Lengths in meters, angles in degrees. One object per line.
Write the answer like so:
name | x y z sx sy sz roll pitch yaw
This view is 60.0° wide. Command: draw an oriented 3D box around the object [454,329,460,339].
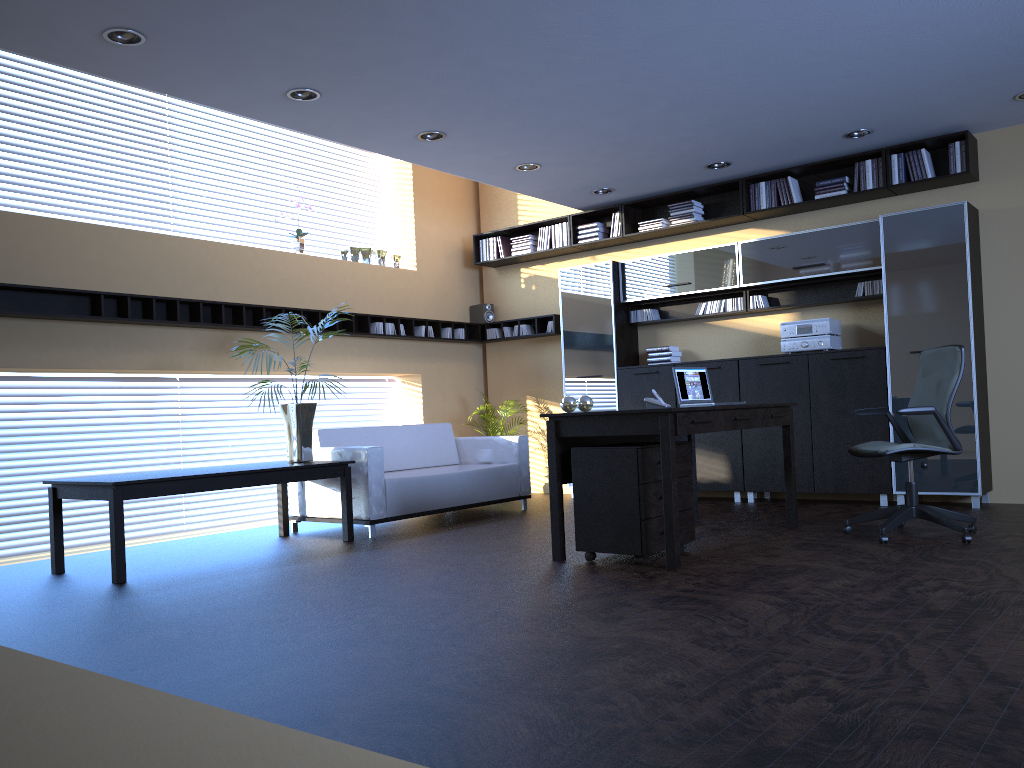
object | -0.654 -0.563 10.040 0.142 0.118 0.040 -4 -1 38

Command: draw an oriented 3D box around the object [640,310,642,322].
object | 1.352 -0.691 9.048 0.009 0.120 0.142 -3 -1 38

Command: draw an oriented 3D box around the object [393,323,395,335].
object | -1.275 -0.563 9.257 0.142 0.122 0.041 -4 -1 38

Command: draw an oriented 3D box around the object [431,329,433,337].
object | -0.928 -0.564 9.695 0.142 0.120 0.030 -4 -1 38

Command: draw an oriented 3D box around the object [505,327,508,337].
object | -0.020 -0.590 10.120 0.030 0.120 0.142 -3 -1 38

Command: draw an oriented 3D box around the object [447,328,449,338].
object | -0.769 -0.564 9.905 0.142 0.120 0.030 -4 -1 37

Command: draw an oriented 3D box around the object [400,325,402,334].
object | -1.216 -0.565 9.319 0.140 0.117 0.026 -4 -1 38

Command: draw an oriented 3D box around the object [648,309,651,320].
object | 1.433 -0.697 8.986 0.030 0.120 0.142 -3 -1 38

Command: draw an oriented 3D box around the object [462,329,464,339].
object | -0.606 -0.565 10.098 0.142 0.120 0.009 -4 -1 38

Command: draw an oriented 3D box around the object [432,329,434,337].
object | -0.919 -0.563 9.707 0.142 0.118 0.040 -4 -1 38

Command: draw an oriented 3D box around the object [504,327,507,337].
object | -0.029 -0.589 10.126 0.030 0.120 0.142 -3 -1 38

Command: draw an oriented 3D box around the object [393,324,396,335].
object | -1.273 -0.564 9.256 0.142 0.118 0.040 -4 -1 38

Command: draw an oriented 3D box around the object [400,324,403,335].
object | -1.212 -0.565 9.328 0.142 0.120 0.030 -4 -1 38

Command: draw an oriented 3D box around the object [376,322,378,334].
object | -1.420 -0.566 9.062 0.142 0.120 0.009 -4 -1 38

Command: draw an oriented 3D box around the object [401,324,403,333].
object | -1.208 -0.565 9.338 0.142 0.120 0.030 -4 -1 38

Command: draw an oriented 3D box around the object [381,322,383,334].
object | -1.386 -0.565 9.113 0.142 0.120 0.009 -4 -1 38

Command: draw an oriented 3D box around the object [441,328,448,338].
object | -0.777 -0.563 9.892 0.142 0.118 0.040 -4 -1 38

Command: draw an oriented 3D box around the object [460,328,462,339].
object | -0.632 -0.564 10.067 0.142 0.120 0.009 -4 -1 38

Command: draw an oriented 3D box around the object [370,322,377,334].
object | -1.437 -0.564 9.044 0.142 0.118 0.040 -4 -1 38

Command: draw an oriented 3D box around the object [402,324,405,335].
object | -1.192 -0.564 9.357 0.142 0.118 0.040 -4 -1 38

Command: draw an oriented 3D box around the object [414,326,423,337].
object | -1.021 -0.564 9.574 0.142 0.118 0.040 -4 -1 38

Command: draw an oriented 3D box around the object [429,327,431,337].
object | -0.946 -0.564 9.670 0.142 0.120 0.030 -4 -1 38

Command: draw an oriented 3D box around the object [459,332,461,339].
object | -0.643 -0.564 10.063 0.142 0.120 0.009 -4 -1 38

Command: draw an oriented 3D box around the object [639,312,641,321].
object | 1.342 -0.691 9.051 0.009 0.120 0.142 -3 -1 38

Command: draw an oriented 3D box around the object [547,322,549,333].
object | 0.435 -0.622 9.764 0.040 0.118 0.142 -3 -2 38

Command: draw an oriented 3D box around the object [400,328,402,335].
object | -1.218 -0.565 9.320 0.142 0.120 0.030 -4 -1 38

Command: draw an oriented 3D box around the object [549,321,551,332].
object | 0.455 -0.625 9.748 0.030 0.120 0.142 -3 -1 38

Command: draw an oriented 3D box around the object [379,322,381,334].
object | -1.402 -0.565 9.086 0.142 0.120 0.009 -4 -1 38

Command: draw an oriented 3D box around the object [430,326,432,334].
object | -0.934 -0.564 9.686 0.142 0.120 0.030 -4 -1 38

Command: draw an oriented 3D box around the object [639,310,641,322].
object | 1.341 -0.691 9.050 0.006 0.118 0.140 -3 -1 38

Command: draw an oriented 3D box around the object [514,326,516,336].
object | 0.079 -0.597 10.042 0.030 0.120 0.142 -3 -1 38

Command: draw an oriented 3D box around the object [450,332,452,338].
object | -0.734 -0.564 9.943 0.142 0.120 0.009 -4 -1 38

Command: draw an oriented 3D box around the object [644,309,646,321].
object | 1.389 -0.694 9.014 0.009 0.120 0.142 -3 -1 38

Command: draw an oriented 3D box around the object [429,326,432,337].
object | -0.937 -0.565 9.676 0.142 0.120 0.030 -4 -1 38

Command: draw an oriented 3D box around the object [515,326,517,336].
object | 0.088 -0.598 10.036 0.030 0.120 0.142 -3 -1 38

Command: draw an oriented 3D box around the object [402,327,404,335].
object | -1.202 -0.565 9.347 0.140 0.117 0.026 -4 -1 37

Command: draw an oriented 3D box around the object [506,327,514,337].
object | -0.009 -0.590 10.111 0.040 0.118 0.142 -3 -2 38

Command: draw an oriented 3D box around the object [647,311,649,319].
object | 1.414 -0.696 8.994 0.026 0.117 0.140 -3 -1 38

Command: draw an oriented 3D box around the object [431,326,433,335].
object | -0.924 -0.565 9.693 0.140 0.117 0.026 -4 -1 38

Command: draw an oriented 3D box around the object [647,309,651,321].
object | 1.422 -0.696 8.989 0.030 0.120 0.142 -3 -1 38

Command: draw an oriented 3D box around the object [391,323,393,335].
object | -1.297 -0.565 9.218 0.142 0.120 0.009 -4 -1 38

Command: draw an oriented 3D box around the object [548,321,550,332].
object | 0.447 -0.624 9.755 0.030 0.120 0.142 -3 -1 38

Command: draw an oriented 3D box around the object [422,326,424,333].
object | -1.016 -0.564 9.589 0.142 0.120 0.030 -4 -1 38

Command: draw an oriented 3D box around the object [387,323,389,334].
object | -1.328 -0.566 9.178 0.142 0.120 0.009 -4 -1 38

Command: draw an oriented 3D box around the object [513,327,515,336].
object | 0.068 -0.595 10.051 0.040 0.118 0.142 -3 -2 38

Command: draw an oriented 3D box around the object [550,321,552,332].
object | 0.471 -0.626 9.736 0.030 0.120 0.142 -3 -1 38

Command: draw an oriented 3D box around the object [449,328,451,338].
object | -0.744 -0.564 9.924 0.142 0.120 0.030 -4 -1 38

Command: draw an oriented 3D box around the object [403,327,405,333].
object | -1.191 -0.564 9.357 0.140 0.116 0.036 -4 -1 38

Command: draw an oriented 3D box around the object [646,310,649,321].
object | 1.399 -0.695 9.010 0.009 0.120 0.142 -3 -1 38
